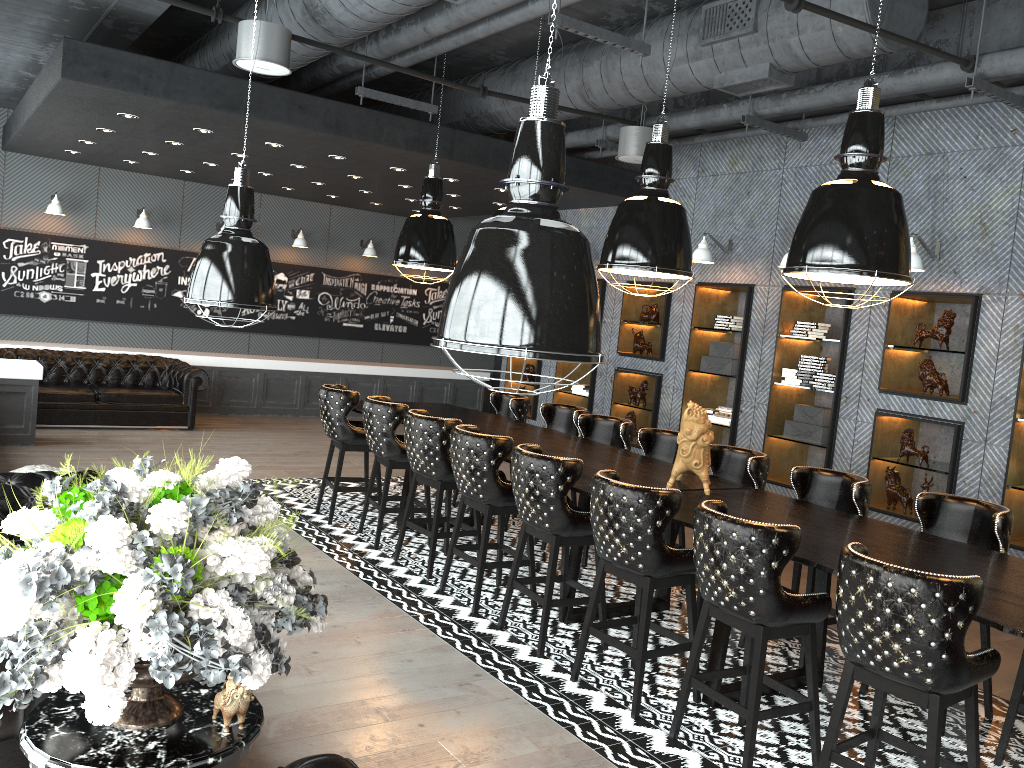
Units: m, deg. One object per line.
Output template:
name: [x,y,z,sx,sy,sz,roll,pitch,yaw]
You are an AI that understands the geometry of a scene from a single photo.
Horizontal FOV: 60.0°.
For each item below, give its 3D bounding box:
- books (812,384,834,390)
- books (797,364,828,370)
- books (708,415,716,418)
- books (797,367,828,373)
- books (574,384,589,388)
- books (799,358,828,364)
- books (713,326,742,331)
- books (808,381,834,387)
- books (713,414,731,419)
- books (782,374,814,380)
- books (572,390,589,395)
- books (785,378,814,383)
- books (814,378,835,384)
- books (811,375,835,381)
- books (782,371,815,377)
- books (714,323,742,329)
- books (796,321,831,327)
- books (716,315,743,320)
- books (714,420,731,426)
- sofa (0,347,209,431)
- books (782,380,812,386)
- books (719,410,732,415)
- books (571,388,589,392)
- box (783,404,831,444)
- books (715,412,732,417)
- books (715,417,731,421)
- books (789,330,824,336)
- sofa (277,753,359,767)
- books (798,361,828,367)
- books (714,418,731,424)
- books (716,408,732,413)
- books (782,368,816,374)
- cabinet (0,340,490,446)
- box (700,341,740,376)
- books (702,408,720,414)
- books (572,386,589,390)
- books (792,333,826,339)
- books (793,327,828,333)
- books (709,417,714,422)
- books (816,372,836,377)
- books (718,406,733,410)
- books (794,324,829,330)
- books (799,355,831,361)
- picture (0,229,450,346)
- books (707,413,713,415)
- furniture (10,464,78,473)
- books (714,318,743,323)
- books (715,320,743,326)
books: [2.855,0.033,7.966,0.193,0.028,0.246,3,5,-30]
books: [2.739,-0.158,8.085,0.245,0.028,0.193,8,5,28]
books: [2.021,0.323,9.129,0.227,0.024,0.166,8,5,24]
books: [2.744,-0.129,8.090,0.245,0.028,0.193,8,5,25]
books: [0.874,0.024,10.829,0.179,0.029,0.225,9,6,39]
books: [2.755,-0.214,8.098,0.245,0.028,0.193,7,5,17]
books: [2.193,-0.559,8.970,0.193,0.028,0.246,3,5,-34]
books: [2.822,0.001,7.964,0.193,0.028,0.246,4,5,-23]
books: [2.156,0.330,8.859,0.205,0.019,0.264,3,5,-35]
books: [2.655,-0.063,8.214,0.245,0.028,0.194,4,5,-28]
books: [0.876,0.104,10.828,0.243,0.034,0.179,8,5,25]
books: [2.665,-0.030,8.164,0.245,0.028,0.194,3,5,-35]
books: [2.881,-0.023,7.985,0.193,0.028,0.246,2,6,-38]
books: [2.857,-0.054,7.988,0.193,0.028,0.246,2,6,-44]
books: [2.648,-0.089,8.170,0.245,0.028,0.194,4,5,-21]
books: [2.193,-0.587,8.955,0.193,0.028,0.246,4,5,-23]
books: [2.775,-0.552,8.167,0.193,0.028,0.246,3,5,-34]
books: [2.215,-0.669,8.946,0.193,0.028,0.246,3,5,-31]
books: [2.153,0.392,8.857,0.167,0.023,0.228,3,5,-34]
sofa: [-5.163,0.052,10.849,2.565,0.838,1.240,3,5,-35]
books: [2.640,-0.007,8.199,0.245,0.028,0.194,2,6,-41]
books: [2.196,0.290,8.866,0.247,0.023,0.244,10,6,41]
books: [0.863,0.073,10.834,0.227,0.024,0.166,10,6,42]
box: [2.727,0.361,8.123,0.323,0.315,0.420,3,5,-34]
books: [2.165,0.308,8.868,0.197,0.023,0.248,4,5,-18]
books: [2.158,0.350,8.865,0.202,0.022,0.228,3,5,-31]
books: [2.717,-0.473,8.176,0.193,0.028,0.246,4,5,-23]
sofa: [-0.238,1.328,0.809,1.239,0.838,2.568,3,5,-35]
books: [2.756,-0.187,8.119,0.245,0.028,0.193,8,5,26]
books: [2.157,0.372,8.866,0.158,0.021,0.224,4,5,-25]
books: [2.176,0.267,8.854,0.197,0.020,0.206,3,5,-33]
books: [2.657,-0.119,8.196,0.245,0.028,0.194,4,5,-27]
cabinet: [-2.580,0.327,10.833,8.417,0.826,6.317,3,5,-34]
box: [2.148,-0.264,9.005,0.298,0.315,0.420,3,5,-34]
books: [2.038,0.275,9.115,0.179,0.029,0.225,10,6,41]
books: [0.883,0.051,10.846,0.243,0.024,0.175,2,6,-43]
books: [2.729,-0.442,8.155,0.193,0.028,0.246,4,5,-18]
books: [2.747,-0.498,8.169,0.193,0.028,0.246,4,5,-26]
books: [2.034,0.354,9.123,0.243,0.034,0.179,9,5,35]
books: [2.889,-0.077,7.960,0.193,0.028,0.246,2,6,-39]
books: [2.194,0.246,8.870,0.185,0.024,0.212,2,6,-40]
books: [2.760,-0.525,8.170,0.193,0.028,0.246,2,6,-42]
books: [2.771,-0.241,8.099,0.246,0.028,0.193,8,5,31]
picture: [-2.451,-1.262,14.533,12.462,1.102,0.200,3,5,-34]
books: [2.031,0.298,9.158,0.243,0.024,0.175,3,5,-35]
furniture: [-3.434,0.802,6.495,0.679,0.382,0.679,3,5,-34]
books: [2.207,-0.645,8.993,0.193,0.028,0.246,4,5,-28]
books: [2.212,-0.613,8.947,0.193,0.028,0.246,2,6,-43]
